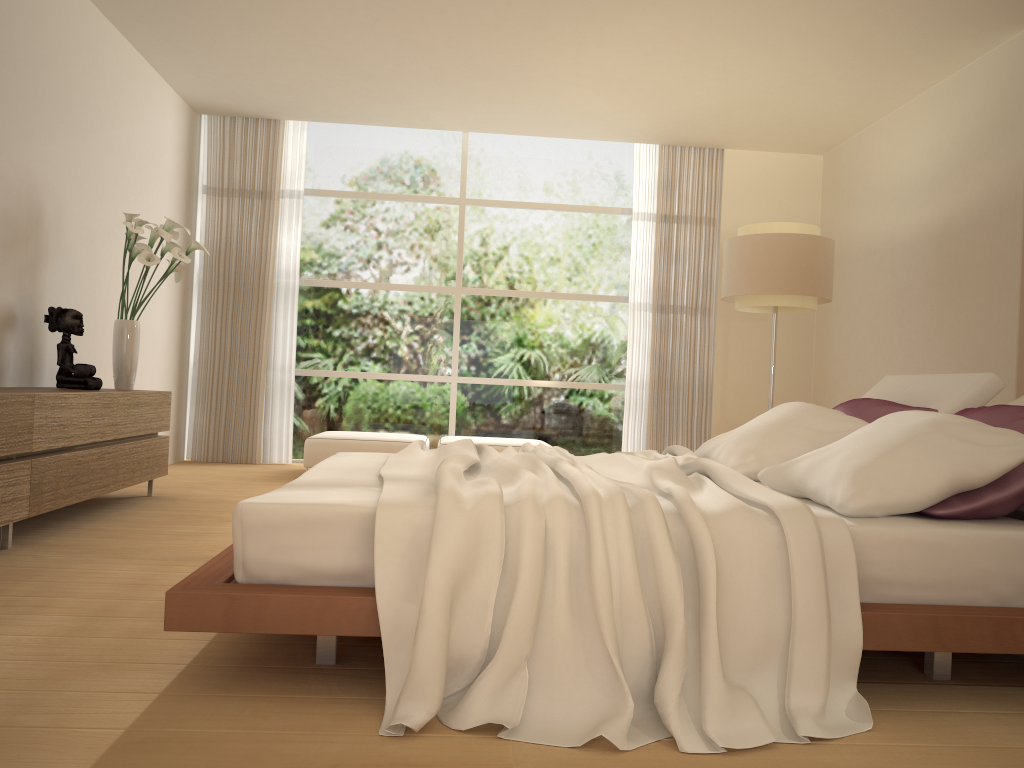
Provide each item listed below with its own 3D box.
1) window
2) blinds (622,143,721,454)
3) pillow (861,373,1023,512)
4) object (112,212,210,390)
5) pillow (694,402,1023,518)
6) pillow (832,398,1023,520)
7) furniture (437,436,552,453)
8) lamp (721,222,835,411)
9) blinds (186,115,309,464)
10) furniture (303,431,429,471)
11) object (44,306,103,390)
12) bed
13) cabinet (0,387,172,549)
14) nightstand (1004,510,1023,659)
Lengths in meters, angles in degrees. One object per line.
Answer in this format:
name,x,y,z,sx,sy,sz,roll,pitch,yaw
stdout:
window,-0.509,-0.883,8.392,4.781,3.371,0.071,3,0,-4
blinds,1.484,-0.783,8.219,0.814,3.351,0.202,3,0,-5
pillow,1.738,0.179,3.364,0.461,0.457,1.779,3,0,-5
object,-2.193,-0.502,5.417,0.608,1.085,0.515,2,-1,44
pillow,1.139,0.237,3.306,0.561,0.339,1.720,3,0,-4
pillow,1.408,0.236,3.332,0.575,0.369,1.683,3,0,-4
furniture,-0.147,0.640,7.441,0.965,0.346,0.964,3,0,-4
lamp,1.885,-0.108,6.408,0.817,2.018,0.817,2,0,39
blinds,-2.389,-0.963,8.005,0.950,3.352,0.211,3,0,-5
furniture,-1.179,0.592,7.370,0.965,0.346,0.964,3,0,-4
object,-2.417,-0.197,4.906,0.282,0.453,0.181,3,0,-4
bed,0.368,0.526,3.212,2.535,0.570,2.599,3,0,-4
cabinet,-2.339,0.358,3.754,0.588,0.662,3.713,3,0,-4
nightstand,1.776,0.607,3.363,0.493,0.539,4.220,3,0,-4
